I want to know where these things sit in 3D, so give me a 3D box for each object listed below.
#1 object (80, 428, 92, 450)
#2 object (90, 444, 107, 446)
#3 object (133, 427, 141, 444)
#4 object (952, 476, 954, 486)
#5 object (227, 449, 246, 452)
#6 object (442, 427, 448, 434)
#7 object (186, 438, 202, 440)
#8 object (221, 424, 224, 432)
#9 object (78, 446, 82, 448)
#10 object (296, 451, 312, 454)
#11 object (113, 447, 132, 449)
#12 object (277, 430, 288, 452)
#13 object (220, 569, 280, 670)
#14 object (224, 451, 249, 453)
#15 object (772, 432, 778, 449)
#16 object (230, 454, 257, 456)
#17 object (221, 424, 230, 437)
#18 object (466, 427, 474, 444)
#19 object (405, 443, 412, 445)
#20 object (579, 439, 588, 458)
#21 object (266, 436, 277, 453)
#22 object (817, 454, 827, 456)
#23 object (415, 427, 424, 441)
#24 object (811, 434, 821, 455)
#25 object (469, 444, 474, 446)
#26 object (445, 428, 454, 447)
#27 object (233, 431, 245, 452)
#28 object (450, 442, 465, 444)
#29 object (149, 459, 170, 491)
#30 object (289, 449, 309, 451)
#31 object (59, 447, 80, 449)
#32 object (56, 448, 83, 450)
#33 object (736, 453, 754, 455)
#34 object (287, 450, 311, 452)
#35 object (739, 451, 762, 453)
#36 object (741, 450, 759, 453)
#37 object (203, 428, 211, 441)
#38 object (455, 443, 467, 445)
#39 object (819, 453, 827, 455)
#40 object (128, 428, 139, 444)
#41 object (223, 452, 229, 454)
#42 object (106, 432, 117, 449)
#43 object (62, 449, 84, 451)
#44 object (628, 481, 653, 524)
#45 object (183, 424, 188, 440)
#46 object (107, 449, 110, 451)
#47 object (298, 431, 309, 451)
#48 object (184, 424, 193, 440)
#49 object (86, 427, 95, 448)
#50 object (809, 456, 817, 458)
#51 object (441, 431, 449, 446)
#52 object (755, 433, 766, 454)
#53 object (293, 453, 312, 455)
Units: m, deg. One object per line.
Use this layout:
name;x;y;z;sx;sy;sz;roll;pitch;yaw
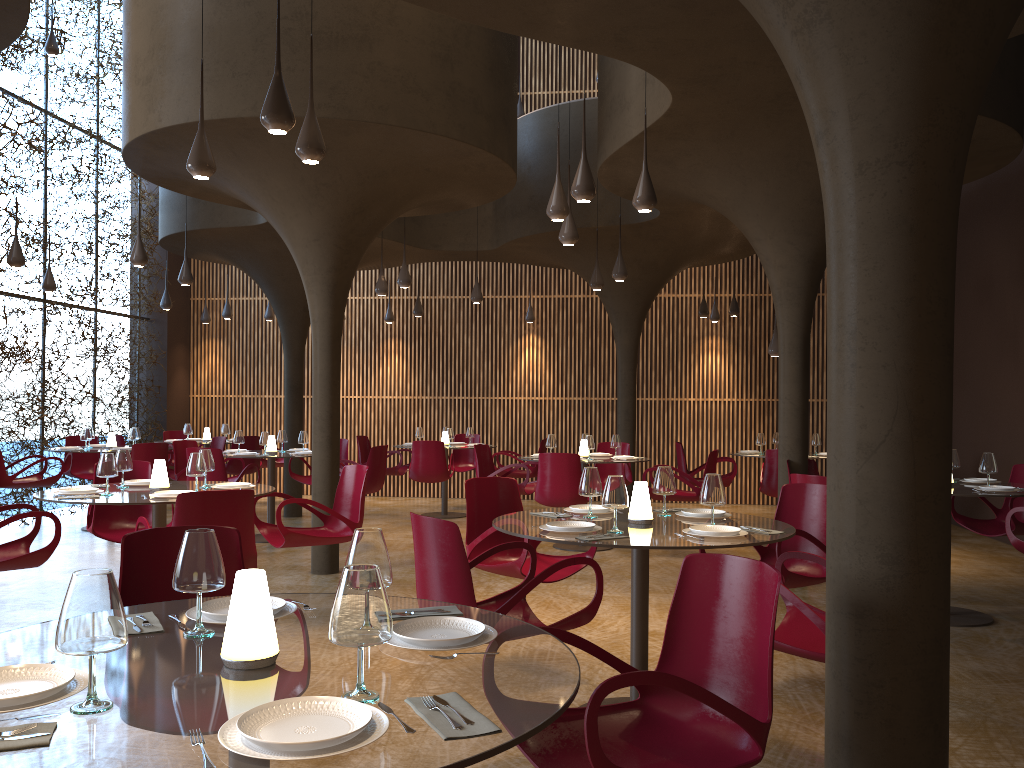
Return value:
object;-5.851;0.756;12.173;0.142;0.295;0.142;0;0;6
object;-6.033;0.900;12.935;0.263;0.029;0.263;-1;-2;44
object;-5.450;0.775;12.832;0.142;0.295;0.142;1;0;-43
object;3.724;0.756;7.633;0.144;0.232;0.142;1;0;-36
object;-3.681;0.893;11.853;0.263;0.029;0.263;0;-1;8
object;-1.091;0.853;14.611;0.142;0.295;0.142;0;0;7
object;-5.584;0.967;15.554;0.263;0.029;0.263;2;-2;-39
object;-5.002;0.842;15.451;0.142;0.295;0.142;0;0;25
object;-6.287;0.911;12.772;0.126;0.017;0.262;1;-2;-36
object;-2.686;0.894;11.529;0.263;0.029;0.263;0;-2;31
object;-5.333;0.887;12.157;0.263;0.029;0.263;1;-2;-32
object;-3.125;0.775;12.054;0.142;0.295;0.142;0;0;-5
object;-0.664;0.591;2.249;0.144;0.232;0.142;0;0;25
object;-3.681;0.903;11.853;0.332;0.014;0.332;0;-2;34
object;3.861;0.853;12.920;0.142;0.295;0.142;0;0;-10
object;-3.359;0.891;11.186;0.410;0.012;0.204;0;-1;18
object;-4.843;0.832;15.004;0.142;0.295;0.142;1;0;-33
object;-0.681;0.851;14.372;0.142;0.295;0.142;1;0;-40
object;-1.603;0.969;14.317;0.263;0.029;0.263;-1;-2;43
object;0.909;0.819;11.215;0.142;0.232;0.144;1;0;-18
object;-3.172;0.797;11.701;0.142;0.232;0.144;1;0;-38
object;4.383;0.978;12.252;0.332;0.014;0.332;1;-1;-4
object;-1.473;0.839;14.123;0.142;0.295;0.142;1;0;-21
object;4.272;0.845;12.455;0.142;0.295;0.142;0;0;-5
object;-0.566;0.974;14.170;0.263;0.029;0.263;1;-1;-14
object;-0.974;0.836;13.850;0.142;0.295;0.142;0;0;0
object;-3.586;0.762;11.639;0.142;0.295;0.142;1;0;-45
object;-0.912;0.986;14.760;0.263;0.029;0.263;0;-1;18
object;-2.636;0.680;6.632;0.142;0.232;0.144;0;0;0
object;-2.923;0.907;12.169;0.263;0.029;0.263;0;-1;9
object;-6.084;0.882;12.193;0.263;0.029;0.263;1;-1;-21
object;-6.084;0.892;12.193;0.332;0.014;0.332;1;-1;-12
object;3.269;0.980;12.420;0.262;0.017;0.126;0;-1;23
object;-2.924;0.917;12.169;0.332;0.014;0.332;1;-1;-11
object;3.403;0.981;12.691;0.332;0.014;0.332;-1;-2;36
object;3.403;0.971;12.691;0.263;0.029;0.263;0;-1;20
object;-5.219;0.864;15.168;0.144;0.232;0.142;1;0;-18
object;-0.912;0.995;14.760;0.332;0.014;0.332;0;-1;5
object;4.383;0.969;12.252;0.263;0.029;0.263;0;-1;3
object;-5.291;0.766;12.386;0.142;0.295;0.142;0;0;23
object;-3.820;0.903;11.585;0.262;0.017;0.126;0;-1;24
object;-5.667;0.797;12.549;0.142;0.232;0.144;1;0;-28
object;-5.914;0.894;11.943;0.262;0.017;0.126;2;-2;-38
object;0.727;0.668;5.009;0.142;0.232;0.144;1;0;-33
object;-5.609;0.834;15.322;0.142;0.295;0.142;0;0;8
object;-5.336;0.898;12.154;0.411;0.012;0.204;1;-2;-37
object;-2.764;0.771;11.747;0.142;0.295;0.142;1;0;-18
object;-5.402;0.823;14.792;0.142;0.295;0.142;0;0;6
object;-6.057;0.767;12.703;0.142;0.295;0.142;0;0;19
object;3.998;0.973;11.861;0.126;0.017;0.262;0;-2;28
object;-1.075;0.876;14.255;0.142;0.232;0.144;1;0;-8
object;3.501;0.840;12.479;0.142;0.295;0.142;1;0;-35
object;-2.686;0.903;11.529;0.332;0.014;0.332;-1;-2;38
